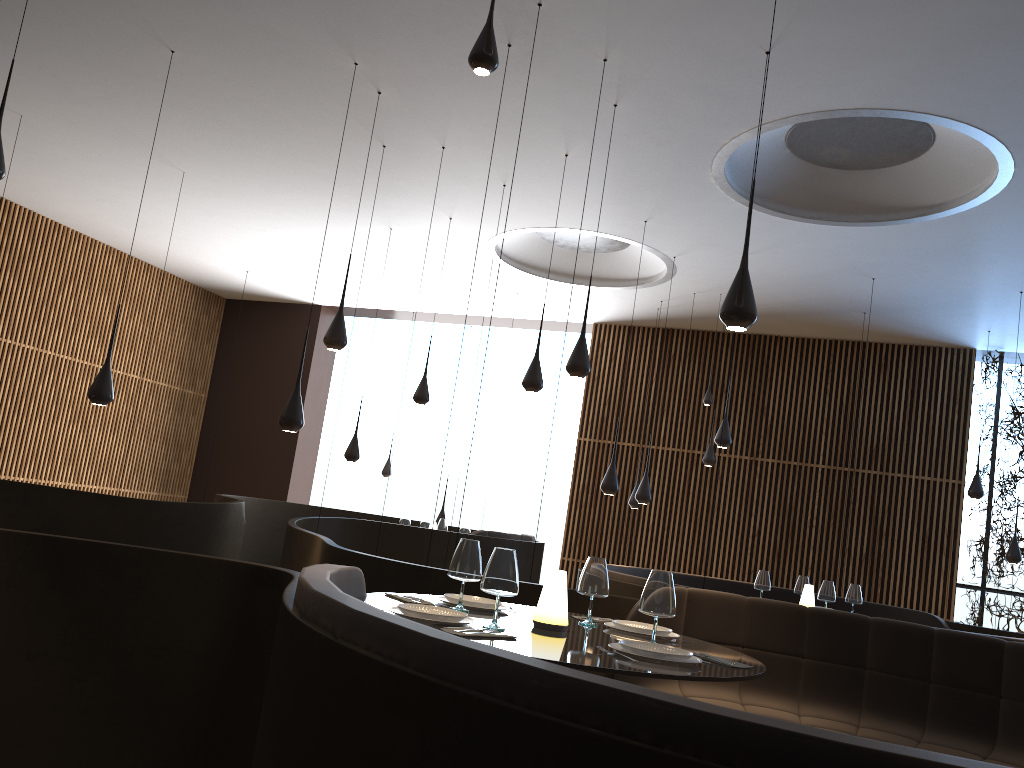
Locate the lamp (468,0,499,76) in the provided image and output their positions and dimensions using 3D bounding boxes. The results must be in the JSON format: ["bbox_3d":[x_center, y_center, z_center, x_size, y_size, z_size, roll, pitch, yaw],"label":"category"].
[{"bbox_3d":[-0.018,-2.070,3.879,0.133,1.504,0.133,7,-7,15],"label":"lamp"}]

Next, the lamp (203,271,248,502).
[{"bbox_3d":[-3.866,1.623,11.011,0.195,6.256,0.196,4,-9,35],"label":"lamp"}]

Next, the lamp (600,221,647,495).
[{"bbox_3d":[1.221,-0.303,9.362,0.196,2.951,0.196,10,-7,-15],"label":"lamp"}]

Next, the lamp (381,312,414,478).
[{"bbox_3d":[-1.969,0.177,15.603,0.196,2.951,0.196,1,-10,45],"label":"lamp"}]

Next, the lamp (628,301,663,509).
[{"bbox_3d":[1.909,0.270,12.417,0.196,2.951,0.196,8,-7,5],"label":"lamp"}]

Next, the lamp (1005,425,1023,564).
[{"bbox_3d":[6.762,0.899,11.760,0.196,2.951,0.196,14,-9,-35],"label":"lamp"}]

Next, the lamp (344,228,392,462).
[{"bbox_3d":[-1.736,-0.502,10.956,0.196,2.951,0.196,14,-9,-35],"label":"lamp"}]

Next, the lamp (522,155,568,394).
[{"bbox_3d":[0.337,-1.013,8.011,0.195,2.217,0.196,5,-8,25],"label":"lamp"}]

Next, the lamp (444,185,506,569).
[{"bbox_3d":[-0.541,1.027,8.733,0.195,6.256,0.196,5,-8,25],"label":"lamp"}]

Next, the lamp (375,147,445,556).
[{"bbox_3d":[-1.112,0.830,8.009,0.195,6.256,0.196,5,-8,25],"label":"lamp"}]

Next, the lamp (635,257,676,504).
[{"bbox_3d":[1.723,-0.068,10.401,0.196,2.951,0.196,12,-8,-25],"label":"lamp"}]

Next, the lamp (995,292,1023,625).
[{"bbox_3d":[5.279,2.036,9.601,0.196,6.256,0.196,12,-8,-25],"label":"lamp"}]

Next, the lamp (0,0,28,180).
[{"bbox_3d":[-2.442,-1.842,4.435,0.153,1.731,0.153,10,-7,-15],"label":"lamp"}]

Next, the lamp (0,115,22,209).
[{"bbox_3d":[-5.503,-0.003,8.838,0.195,6.256,0.196,4,-9,35],"label":"lamp"}]

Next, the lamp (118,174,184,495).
[{"bbox_3d":[-4.186,0.348,9.831,0.195,6.256,0.196,4,-9,35],"label":"lamp"}]

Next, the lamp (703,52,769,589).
[{"bbox_3d":[1.272,0.822,5.624,0.196,6.256,0.196,14,-9,-35],"label":"lamp"}]

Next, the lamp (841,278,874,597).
[{"bbox_3d":[3.734,1.849,9.898,0.196,6.256,0.196,12,-8,-25],"label":"lamp"}]

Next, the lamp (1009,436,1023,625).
[{"bbox_3d":[6.540,2.528,11.575,0.196,6.256,0.196,1,-10,45],"label":"lamp"}]

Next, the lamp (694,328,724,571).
[{"bbox_3d":[2.548,2.005,12.072,0.195,6.256,0.196,5,-8,28],"label":"lamp"}]

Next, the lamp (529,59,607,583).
[{"bbox_3d":[0.211,0.725,6.027,0.196,6.256,0.196,1,-10,45],"label":"lamp"}]

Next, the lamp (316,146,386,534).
[{"bbox_3d":[-1.699,0.770,8.190,0.196,6.256,0.196,14,-9,-35],"label":"lamp"}]

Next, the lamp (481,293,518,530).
[{"bbox_3d":[-0.383,1.699,12.950,0.196,6.256,0.196,9,-7,-5],"label":"lamp"}]

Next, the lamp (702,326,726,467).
[{"bbox_3d":[2.898,0.054,12.475,0.196,2.217,0.196,1,-10,45],"label":"lamp"}]

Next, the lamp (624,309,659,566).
[{"bbox_3d":[1.689,1.964,12.648,0.195,6.256,0.196,5,-8,28],"label":"lamp"}]

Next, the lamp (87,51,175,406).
[{"bbox_3d":[-3.006,-1.285,7.102,0.196,2.951,0.196,14,-9,-35],"label":"lamp"}]

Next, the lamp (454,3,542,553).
[{"bbox_3d":[-0.279,0.565,5.464,0.196,6.256,0.196,8,-7,5],"label":"lamp"}]

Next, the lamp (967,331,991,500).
[{"bbox_3d":[6.121,0.395,11.537,0.196,2.217,0.196,14,-9,-35],"label":"lamp"}]

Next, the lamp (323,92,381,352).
[{"bbox_3d":[-1.280,-1.362,7.322,0.196,2.217,0.196,14,-9,-35],"label":"lamp"}]

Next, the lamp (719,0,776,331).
[{"bbox_3d":[1.326,-1.372,4.728,0.196,2.217,0.196,12,-8,-25],"label":"lamp"}]

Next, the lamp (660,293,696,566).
[{"bbox_3d":[2.003,1.847,11.578,0.196,6.256,0.196,15,-10,-42],"label":"lamp"}]

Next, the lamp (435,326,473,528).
[{"bbox_3d":[-0.794,0.623,12.506,0.196,2.951,0.196,12,-8,-25],"label":"lamp"}]

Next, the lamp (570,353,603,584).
[{"bbox_3d":[0.915,2.602,13.142,0.196,6.256,0.196,9,-7,-5],"label":"lamp"}]

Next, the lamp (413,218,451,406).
[{"bbox_3d":[-0.883,-0.851,10.261,0.196,2.217,0.196,14,-9,-35],"label":"lamp"}]

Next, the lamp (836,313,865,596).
[{"bbox_3d":[4.189,2.132,11.296,0.196,6.256,0.196,9,-7,-5],"label":"lamp"}]

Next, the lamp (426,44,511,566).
[{"bbox_3d":[-0.482,0.620,6.023,0.196,6.256,0.196,8,-7,5],"label":"lamp"}]

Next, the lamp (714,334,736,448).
[{"bbox_3d":[2.505,-0.380,10.009,0.195,2.217,0.196,7,-7,15],"label":"lamp"}]

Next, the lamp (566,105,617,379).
[{"bbox_3d":[0.661,-1.134,6.932,0.196,2.217,0.196,7,-7,15],"label":"lamp"}]

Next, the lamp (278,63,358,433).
[{"bbox_3d":[-1.454,-1.091,6.846,0.195,2.951,0.196,5,-8,25],"label":"lamp"}]
